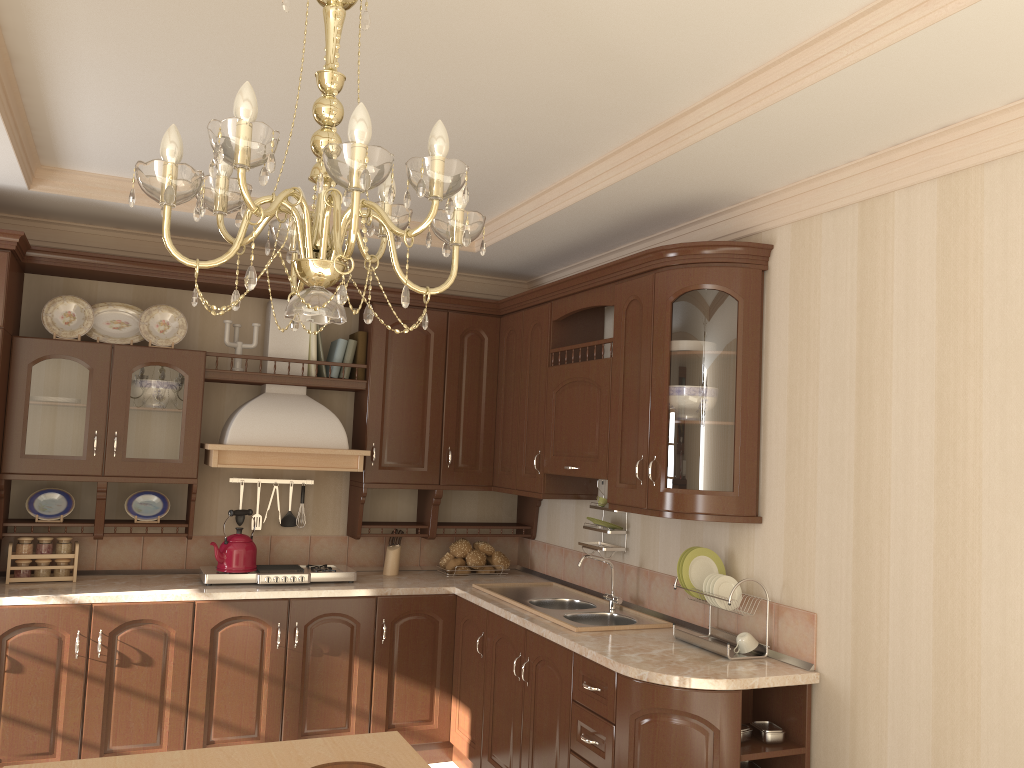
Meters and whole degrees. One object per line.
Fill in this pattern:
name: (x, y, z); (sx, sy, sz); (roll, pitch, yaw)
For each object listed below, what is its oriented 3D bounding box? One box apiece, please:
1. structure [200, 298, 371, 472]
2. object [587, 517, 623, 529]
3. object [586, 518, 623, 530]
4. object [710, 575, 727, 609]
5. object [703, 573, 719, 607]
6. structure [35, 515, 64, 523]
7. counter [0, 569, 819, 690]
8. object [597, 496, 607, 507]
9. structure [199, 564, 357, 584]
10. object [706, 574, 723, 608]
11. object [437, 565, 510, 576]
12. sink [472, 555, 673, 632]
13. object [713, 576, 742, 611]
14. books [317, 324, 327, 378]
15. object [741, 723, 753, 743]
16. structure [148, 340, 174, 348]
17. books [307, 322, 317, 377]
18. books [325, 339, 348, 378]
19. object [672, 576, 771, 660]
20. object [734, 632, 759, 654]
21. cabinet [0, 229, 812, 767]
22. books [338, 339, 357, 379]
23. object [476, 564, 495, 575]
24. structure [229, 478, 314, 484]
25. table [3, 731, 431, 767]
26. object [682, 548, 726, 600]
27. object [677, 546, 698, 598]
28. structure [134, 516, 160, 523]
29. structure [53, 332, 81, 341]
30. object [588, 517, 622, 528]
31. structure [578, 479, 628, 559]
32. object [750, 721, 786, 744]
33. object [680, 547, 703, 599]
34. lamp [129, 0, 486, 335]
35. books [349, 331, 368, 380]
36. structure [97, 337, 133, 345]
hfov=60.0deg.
structure: (-1.111, -0.006, 4.408); (0.753, 0.845, 0.455); (4, -5, -24)
object: (0.427, 0.643, 4.088); (0.167, 0.051, 0.174); (4, -5, -24)
object: (0.426, 0.645, 4.087); (0.167, 0.051, 0.174); (4, -5, -24)
object: (0.764, 0.750, 3.197); (0.123, 0.119, 0.034); (4, -5, -24)
object: (0.748, 0.752, 3.236); (0.123, 0.119, 0.034); (4, -5, -24)
structure: (-2.102, 0.564, 4.041); (0.110, 0.126, 0.080); (4, -5, -24)
counter: (-0.675, 0.929, 3.481); (2.603, 0.034, 2.422); (4, -5, -24)
object: (0.431, 0.556, 4.188); (0.044, 0.051, 0.049); (0, -5, 35)
structure: (-1.116, 0.911, 4.262); (0.710, 0.054, 0.325); (4, -5, -24)
object: (0.756, 0.751, 3.217); (0.123, 0.119, 0.034); (4, -5, -22)
object: (-0.211, 1.001, 4.800); (0.364, 0.060, 0.199); (4, -5, -24)
sink: (0.230, 0.919, 3.957); (0.448, 0.348, 1.077); (4, -5, -24)
object: (0.772, 0.749, 3.178); (0.123, 0.119, 0.034); (4, -5, -24)
books: (-1.004, -0.162, 4.592); (0.068, 0.271, 0.194); (4, -5, -24)
object: (0.739, 1.162, 2.969); (0.084, 0.045, 0.120); (6, -5, -37)
structure: (-1.663, -0.229, 4.213); (0.110, 0.126, 0.080); (4, -5, -24)
books: (-1.036, -0.183, 4.572); (0.042, 0.305, 0.194); (4, -5, -24)
books: (-0.923, -0.125, 4.619); (0.086, 0.209, 0.205); (4, -5, -24)
object: (0.752, 0.818, 3.214); (0.172, 0.275, 0.359); (4, -5, -23)
object: (0.829, 0.912, 3.124); (0.073, 0.072, 0.085); (0, -5, 30)
cabinet: (-0.939, 0.571, 3.395); (3.226, 2.313, 2.436); (4, -5, -24)
books: (-0.873, -0.122, 4.632); (0.080, 0.209, 0.205); (4, -5, -24)
object: (-0.145, 1.004, 4.803); (0.103, 0.060, 0.105); (5, -5, -28)
structure: (-1.231, 0.499, 4.554); (0.422, 0.020, 0.008); (4, -5, -24)
table: (-0.408, 1.218, 1.385); (0.900, 0.774, 1.567); (4, -5, -24)
object: (0.718, 0.709, 3.314); (0.193, 0.188, 0.047); (4, -5, -23)
object: (0.704, 0.710, 3.348); (0.193, 0.188, 0.047); (4, -5, -23)
structure: (-1.726, 0.592, 4.204); (0.110, 0.126, 0.080); (4, -5, -24)
structure: (-2.029, -0.257, 4.053); (0.110, 0.126, 0.080); (4, -5, -24)
object: (0.428, 0.640, 4.088); (0.167, 0.051, 0.174); (4, -5, -24)
structure: (0.424, 0.625, 4.135); (0.131, 0.361, 0.256); (4, -5, -24)
object: (0.857, 1.168, 2.973); (0.084, 0.045, 0.120); (3, -4, -13)
object: (0.711, 0.710, 3.331); (0.193, 0.188, 0.047); (4, -5, -23)
lamp: (-0.294, -0.585, 1.462); (0.502, 0.982, 0.501); (0, -5, 36)
books: (-0.813, -0.140, 4.662); (0.052, 0.254, 0.205); (4, -5, -24)
structure: (-1.869, -0.240, 4.183); (0.154, 0.126, 0.080); (4, -5, -24)
